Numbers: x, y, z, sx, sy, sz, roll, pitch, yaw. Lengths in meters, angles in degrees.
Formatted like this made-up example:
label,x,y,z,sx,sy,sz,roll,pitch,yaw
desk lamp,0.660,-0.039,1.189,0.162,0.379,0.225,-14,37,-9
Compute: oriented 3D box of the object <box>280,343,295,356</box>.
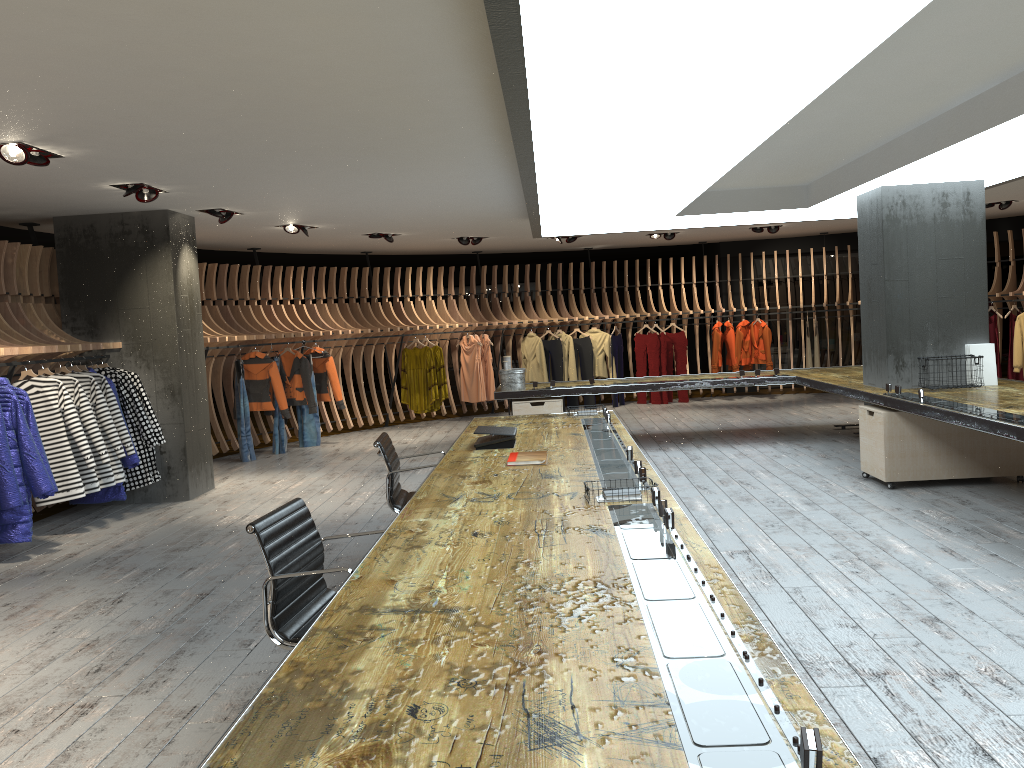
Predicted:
label,x,y,z,sx,sy,sz,roll,pitch,yaw
object,-2.985,-0.431,11.804,0.525,0.270,0.012,-2,3,23

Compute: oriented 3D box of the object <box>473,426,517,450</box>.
label,x,y,z,sx,sy,sz,roll,pitch,yaw
object,-0.101,0.337,5.671,0.261,0.111,0.373,-3,4,3

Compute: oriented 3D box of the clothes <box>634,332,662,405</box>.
label,x,y,z,sx,sy,sz,roll,pitch,yaw
clothes,2.331,-0.215,15.191,0.093,1.336,0.552,-6,4,-42

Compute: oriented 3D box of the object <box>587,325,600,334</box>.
label,x,y,z,sx,sy,sz,roll,pitch,yaw
object,1.394,-0.907,15.030,0.525,0.270,0.012,-1,4,28

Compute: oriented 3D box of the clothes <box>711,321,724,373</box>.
label,x,y,z,sx,sy,sz,roll,pitch,yaw
clothes,3.503,-0.626,15.128,0.201,0.880,0.840,-2,4,18

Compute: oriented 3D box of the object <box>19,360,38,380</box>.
label,x,y,z,sx,sy,sz,roll,pitch,yaw
object,-3.844,-0.039,7.085,0.518,0.312,0.012,-3,3,3

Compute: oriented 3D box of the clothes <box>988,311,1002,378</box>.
label,x,y,z,sx,sy,sz,roll,pitch,yaw
clothes,7.263,-0.546,13.441,0.127,1.128,0.444,-4,3,-5

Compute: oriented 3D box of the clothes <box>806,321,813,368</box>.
label,x,y,z,sx,sy,sz,roll,pitch,yaw
clothes,4.964,-0.562,14.820,0.096,0.987,0.465,-2,3,15

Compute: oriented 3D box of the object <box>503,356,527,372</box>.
label,x,y,z,sx,sy,sz,roll,pitch,yaw
object,0.034,-0.229,10.331,0.262,0.204,0.088,-3,3,1

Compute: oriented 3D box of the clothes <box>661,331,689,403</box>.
label,x,y,z,sx,sy,sz,roll,pitch,yaw
clothes,2.786,-0.242,15.201,0.551,1.336,0.093,0,4,43

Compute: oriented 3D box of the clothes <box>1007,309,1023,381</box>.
label,x,y,z,sx,sy,sz,roll,pitch,yaw
clothes,7.505,-0.543,13.199,0.444,1.128,0.127,-5,4,-35

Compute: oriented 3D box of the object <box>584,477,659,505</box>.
label,x,y,z,sx,sy,sz,roll,pitch,yaw
object,0.465,0.459,3.792,0.302,0.071,0.209,-3,4,-3

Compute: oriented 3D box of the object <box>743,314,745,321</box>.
label,x,y,z,sx,sy,sz,roll,pitch,yaw
object,3.940,-1.053,15.059,0.012,0.270,0.526,-1,4,33

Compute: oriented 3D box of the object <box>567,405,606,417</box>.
label,x,y,z,sx,sy,sz,roll,pitch,yaw
object,0.602,0.219,7.163,0.302,0.074,0.217,-3,4,-3

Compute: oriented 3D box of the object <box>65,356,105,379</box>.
label,x,y,z,sx,sy,sz,roll,pitch,yaw
object,-3.815,-0.087,7.760,0.518,0.312,0.012,-3,3,3

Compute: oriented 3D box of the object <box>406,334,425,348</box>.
label,x,y,z,sx,sy,sz,roll,pitch,yaw
object,-1.475,-0.643,13.634,0.525,0.270,0.012,-1,4,33

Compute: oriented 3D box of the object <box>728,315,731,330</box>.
label,x,y,z,sx,sy,sz,roll,pitch,yaw
object,3.693,-1.043,15.113,0.012,0.270,0.526,-3,4,8

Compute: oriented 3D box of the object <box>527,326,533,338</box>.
label,x,y,z,sx,sy,sz,roll,pitch,yaw
object,0.323,-0.821,14.704,0.012,0.270,0.525,-5,4,-32

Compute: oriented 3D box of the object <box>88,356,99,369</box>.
label,x,y,z,sx,sy,sz,roll,pitch,yaw
object,-3.803,-0.102,8.118,0.516,0.316,0.012,-3,3,3

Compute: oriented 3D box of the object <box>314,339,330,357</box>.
label,x,y,z,sx,sy,sz,roll,pitch,yaw
object,-2.707,-0.482,12.268,0.525,0.270,0.012,-1,4,33

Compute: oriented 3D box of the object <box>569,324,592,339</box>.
label,x,y,z,sx,sy,sz,roll,pitch,yaw
object,1.097,-0.882,14.947,0.525,0.270,0.012,-1,4,28

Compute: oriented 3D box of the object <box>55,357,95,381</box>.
label,x,y,z,sx,sy,sz,roll,pitch,yaw
object,-3.823,-0.075,7.582,0.518,0.312,0.012,-3,3,3

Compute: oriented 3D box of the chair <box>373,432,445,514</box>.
label,x,y,z,sx,sy,sz,roll,pitch,yaw
chair,-0.531,0.741,5.610,0.668,0.859,0.694,-4,3,-11

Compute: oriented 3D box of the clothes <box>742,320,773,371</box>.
label,x,y,z,sx,sy,sz,roll,pitch,yaw
clothes,4.176,-0.657,15.011,0.201,0.880,0.840,-4,4,-17

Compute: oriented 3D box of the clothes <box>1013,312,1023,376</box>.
label,x,y,z,sx,sy,sz,roll,pitch,yaw
clothes,7.715,-0.581,12.971,0.777,1.052,0.152,-3,3,3

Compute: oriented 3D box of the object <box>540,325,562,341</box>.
label,x,y,z,sx,sy,sz,roll,pitch,yaw
object,0.614,-0.845,14.807,0.525,0.270,0.012,0,4,38

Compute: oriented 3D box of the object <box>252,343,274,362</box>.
label,x,y,z,sx,sy,sz,roll,pitch,yaw
object,-3.260,-0.382,11.280,0.525,0.270,0.012,-2,3,18

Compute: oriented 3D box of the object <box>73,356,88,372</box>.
label,x,y,z,sx,sy,sz,roll,pitch,yaw
object,-3.867,-0.118,7.961,0.525,0.270,0.012,-3,3,3

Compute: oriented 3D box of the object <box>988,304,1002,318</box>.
label,x,y,z,sx,sy,sz,roll,pitch,yaw
object,7.247,-1.126,13.398,0.012,0.270,0.525,-3,4,-2

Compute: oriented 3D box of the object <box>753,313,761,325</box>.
label,x,y,z,sx,sy,sz,roll,pitch,yaw
object,4.163,-1.063,15.014,0.012,0.270,0.525,-4,4,-17

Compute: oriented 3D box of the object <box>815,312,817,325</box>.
label,x,y,z,sx,sy,sz,roll,pitch,yaw
object,5.056,-1.094,14.764,0.012,0.270,0.526,-2,4,23

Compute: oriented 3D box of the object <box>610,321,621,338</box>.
label,x,y,z,sx,sy,sz,roll,pitch,yaw
object,1.767,-0.934,15.093,0.012,0.270,0.526,-2,4,28

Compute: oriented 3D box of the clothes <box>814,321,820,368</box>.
label,x,y,z,sx,sy,sz,roll,pitch,yaw
clothes,5.080,-0.566,14.788,0.096,0.987,0.465,-2,3,20

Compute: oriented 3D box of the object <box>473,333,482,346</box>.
label,x,y,z,sx,sy,sz,roll,pitch,yaw
object,-0.601,-0.740,14.263,0.012,0.270,0.525,-5,4,-27

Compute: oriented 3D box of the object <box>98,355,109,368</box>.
label,x,y,z,sx,sy,sz,roll,pitch,yaw
object,-3.798,-0.118,8.306,0.518,0.312,0.012,-3,3,3

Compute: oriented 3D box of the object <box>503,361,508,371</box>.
label,x,y,z,sx,sy,sz,roll,pitch,yaw
object,-0.073,-0.211,10.250,0.062,0.108,0.062,-5,4,-31

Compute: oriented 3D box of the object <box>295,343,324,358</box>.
label,x,y,z,sx,sy,sz,roll,pitch,yaw
object,-2.839,-0.471,12.063,0.549,0.243,0.023,-5,3,-21

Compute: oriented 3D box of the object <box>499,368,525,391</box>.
label,x,y,z,sx,sy,sz,roll,pitch,yaw
object,0.009,-0.052,10.396,0.303,0.239,0.498,-3,4,3

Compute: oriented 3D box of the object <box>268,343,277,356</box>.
label,x,y,z,sx,sy,sz,roll,pitch,yaw
object,-3.122,-0.419,11.543,0.023,0.242,0.550,-3,4,-1

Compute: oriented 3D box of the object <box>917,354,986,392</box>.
label,x,y,z,sx,sy,sz,roll,pitch,yaw
object,3.756,-0.095,7.592,0.459,0.289,0.330,-3,4,5

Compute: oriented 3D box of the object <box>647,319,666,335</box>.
label,x,y,z,sx,sy,sz,roll,pitch,yaw
object,2.460,-0.976,15.159,0.012,0.270,0.525,-5,4,-27

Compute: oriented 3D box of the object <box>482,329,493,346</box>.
label,x,y,z,sx,sy,sz,roll,pitch,yaw
object,-0.452,-0.753,14.331,0.012,0.270,0.525,-5,4,-32

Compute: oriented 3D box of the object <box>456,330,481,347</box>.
label,x,y,z,sx,sy,sz,roll,pitch,yaw
object,-0.703,-0.730,14.200,0.525,0.270,0.012,0,4,38

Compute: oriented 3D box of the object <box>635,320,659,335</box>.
label,x,y,z,sx,sy,sz,roll,pitch,yaw
object,2.294,-0.966,15.153,0.012,0.270,0.525,-6,5,-42

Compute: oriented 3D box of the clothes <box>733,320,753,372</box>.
label,x,y,z,sx,sy,sz,roll,pitch,yaw
clothes,3.938,-0.647,15.073,0.201,0.880,0.840,-1,4,33

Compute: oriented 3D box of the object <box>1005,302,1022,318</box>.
label,x,y,z,sx,sy,sz,roll,pitch,yaw
object,7.475,-1.124,13.190,0.525,0.270,0.012,-6,4,-32

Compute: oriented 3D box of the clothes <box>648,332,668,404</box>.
label,x,y,z,sx,sy,sz,roll,pitch,yaw
clothes,2.497,-0.225,15.199,0.093,1.336,0.552,-5,3,-27

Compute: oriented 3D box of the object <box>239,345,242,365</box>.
label,x,y,z,sx,sy,sz,roll,pitch,yaw
object,-3.367,-0.367,10.990,0.023,0.242,0.549,-4,4,-16

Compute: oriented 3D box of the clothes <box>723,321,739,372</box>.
label,x,y,z,sx,sy,sz,roll,pitch,yaw
clothes,3.736,-0.641,15.152,0.201,0.880,0.840,-3,3,8

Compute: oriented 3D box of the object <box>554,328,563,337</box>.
label,x,y,z,sx,sy,sz,roll,pitch,yaw
object,0.799,-0.860,14.877,0.012,0.270,0.525,-6,5,-42

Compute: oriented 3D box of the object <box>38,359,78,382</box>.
label,x,y,z,sx,sy,sz,roll,pitch,yaw
object,-3.834,-0.056,7.320,0.518,0.312,0.012,-3,3,3

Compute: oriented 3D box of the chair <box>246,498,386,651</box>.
label,x,y,z,sx,sy,sz,roll,pitch,yaw
chair,-0.615,0.899,3.404,0.667,0.859,0.694,-3,3,-1

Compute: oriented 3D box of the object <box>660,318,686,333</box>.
label,x,y,z,sx,sy,sz,roll,pitch,yaw
object,2.749,-0.993,15.164,0.525,0.270,0.012,0,5,43

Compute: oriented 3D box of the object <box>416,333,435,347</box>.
label,x,y,z,sx,sy,sz,roll,pitch,yaw
object,-1.339,-0.659,13.755,0.525,0.270,0.012,-1,4,33
